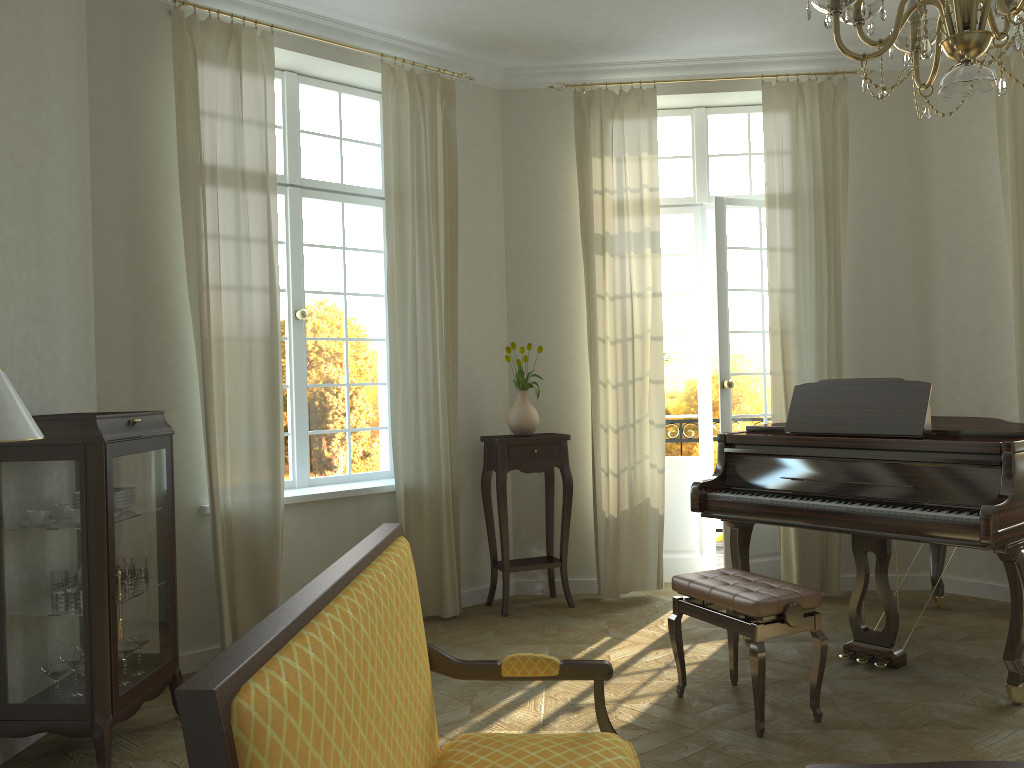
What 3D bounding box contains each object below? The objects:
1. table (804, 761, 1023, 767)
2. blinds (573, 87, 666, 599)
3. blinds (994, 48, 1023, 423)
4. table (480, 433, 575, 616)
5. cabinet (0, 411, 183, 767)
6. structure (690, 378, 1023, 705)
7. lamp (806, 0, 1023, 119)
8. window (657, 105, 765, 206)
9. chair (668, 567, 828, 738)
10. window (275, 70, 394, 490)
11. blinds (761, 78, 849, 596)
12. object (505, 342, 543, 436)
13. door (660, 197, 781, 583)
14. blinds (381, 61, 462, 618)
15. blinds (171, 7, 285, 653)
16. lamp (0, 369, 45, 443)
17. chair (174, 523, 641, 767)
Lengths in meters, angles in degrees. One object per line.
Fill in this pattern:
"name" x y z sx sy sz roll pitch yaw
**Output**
"table" 1.139 1.182 1.741 0.922 0.494 0.932 -2 0 5
"blinds" 0.731 -0.272 5.933 0.552 3.386 0.159 -2 0 1
"blinds" 3.159 -0.343 5.201 0.162 3.384 0.554 -2 0 -36
"table" 0.100 0.893 5.793 0.522 1.114 0.344 -2 0 -21
"cabinet" -1.746 0.817 3.665 0.542 1.386 0.733 -2 0 4
"structure" 2.139 0.679 4.752 1.856 1.439 1.514 -2 0 -41
"lamp" 1.085 -1.438 2.148 0.661 1.466 0.662 -2 0 -27
"window" 1.349 -1.632 6.352 1.380 0.680 0.055 -2 0 4
"chair" 1.024 1.149 3.906 0.385 0.563 0.638 -2 0 -26
"window" -1.311 -0.632 5.400 1.400 2.550 0.181 -2 0 -41
"blinds" 1.968 -0.310 5.804 0.554 3.386 0.162 -2 0 -2
"object" 0.074 0.032 5.789 0.242 0.609 0.264 -2 0 28
"door" 1.385 0.073 6.169 1.385 2.690 0.425 -2 0 4
"blinds" -0.544 -0.239 5.482 0.552 3.381 0.159 -2 0 -38
"blinds" -1.444 -0.216 4.624 0.554 3.385 0.162 -2 0 -36
"lamp" -1.680 0.730 2.811 0.381 1.552 0.380 -2 0 9
"chair" -0.036 0.915 1.753 0.680 1.083 1.389 -2 0 3
